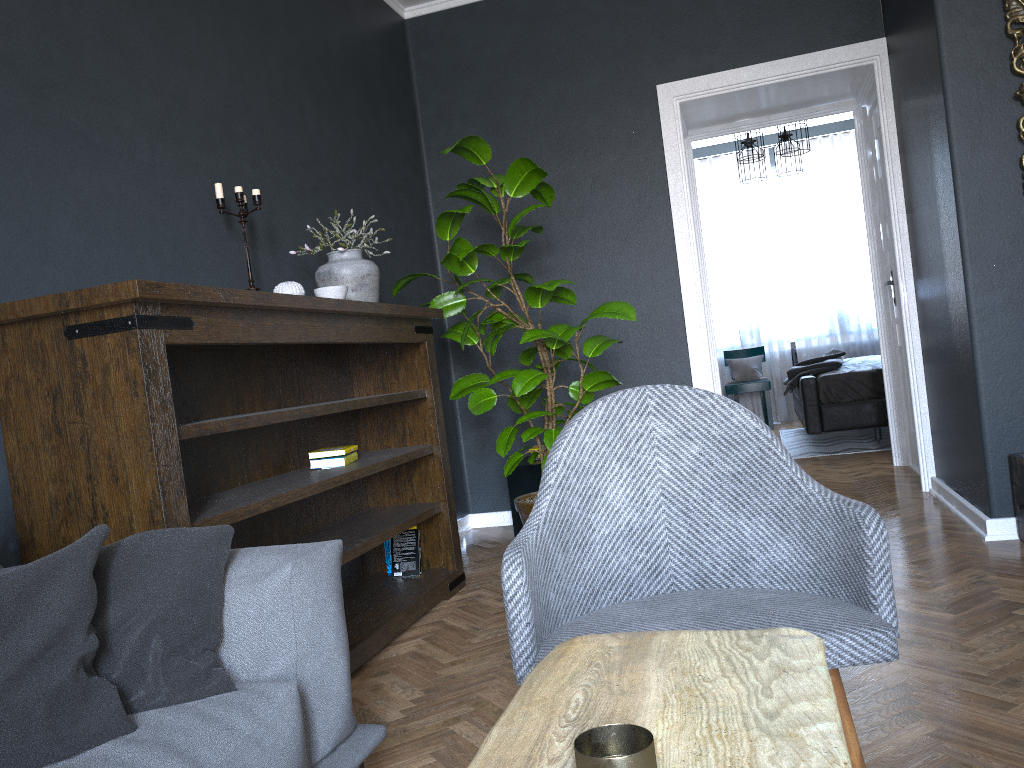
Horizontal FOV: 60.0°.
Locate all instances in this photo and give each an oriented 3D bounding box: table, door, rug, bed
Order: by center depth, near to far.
[{"bbox_3d":[0.132,0.581,0.685,0.339,0.550,0.787,-7,1,16],"label":"table"},{"bbox_3d":[2.185,-0.575,4.913,0.162,2.188,0.856,-7,2,16],"label":"door"},{"bbox_3d":[3.341,-0.236,6.972,2.376,1.162,2.263,-7,1,16],"label":"bed"},{"bbox_3d":[2.915,0.402,7.097,1.459,0.013,2.043,-7,1,16],"label":"rug"}]

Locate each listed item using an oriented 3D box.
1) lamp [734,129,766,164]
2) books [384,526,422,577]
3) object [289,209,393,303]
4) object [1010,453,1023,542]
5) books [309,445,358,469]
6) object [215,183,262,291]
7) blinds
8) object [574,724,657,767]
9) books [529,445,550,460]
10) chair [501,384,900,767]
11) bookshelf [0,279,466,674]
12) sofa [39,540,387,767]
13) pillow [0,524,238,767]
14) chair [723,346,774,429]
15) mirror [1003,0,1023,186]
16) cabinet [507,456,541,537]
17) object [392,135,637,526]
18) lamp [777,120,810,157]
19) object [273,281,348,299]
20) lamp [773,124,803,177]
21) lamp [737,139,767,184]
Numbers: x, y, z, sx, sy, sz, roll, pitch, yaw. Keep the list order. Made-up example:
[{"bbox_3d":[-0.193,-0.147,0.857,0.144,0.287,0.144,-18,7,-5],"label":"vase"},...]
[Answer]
[{"bbox_3d":[1.864,-2.134,7.057,0.210,0.714,0.210,-6,2,29],"label":"lamp"},{"bbox_3d":[-0.449,0.701,3.700,0.179,0.193,0.122,-7,2,19],"label":"books"},{"bbox_3d":[-0.639,-0.473,3.371,0.385,0.412,0.275,-7,1,-6],"label":"object"},{"bbox_3d":[1.998,0.415,3.019,0.383,0.326,0.552,-7,1,16],"label":"object"},{"bbox_3d":[-0.627,0.288,3.237,0.174,0.113,0.197,-7,1,5],"label":"books"},{"bbox_3d":[-0.894,-0.447,2.933,0.129,0.438,0.145,-9,2,-38],"label":"object"},{"bbox_3d":[2.853,-1.031,8.994,3.994,2.790,0.312,-7,2,16],"label":"blinds"},{"bbox_3d":[0.033,0.303,0.554,0.103,0.033,0.368,-7,1,26],"label":"object"},{"bbox_3d":[0.206,0.360,4.738,0.215,0.066,0.162,-7,1,11],"label":"books"},{"bbox_3d":[0.307,0.410,1.592,0.645,0.811,0.494,-7,2,-6],"label":"chair"},{"bbox_3d":[-0.685,0.339,2.886,0.451,1.172,1.917,-7,1,16],"label":"bookshelf"},{"bbox_3d":[-0.993,0.597,0.778,0.970,0.798,2.338,-7,1,15],"label":"sofa"},{"bbox_3d":[-0.799,0.383,1.357,0.442,0.362,0.796,-7,1,34],"label":"pillow"},{"bbox_3d":[2.339,0.046,8.780,0.436,0.799,0.592,-7,2,16],"label":"chair"},{"bbox_3d":[2.348,-1.123,3.120,1.057,0.784,0.067,-7,2,16],"label":"mirror"},{"bbox_3d":[0.362,0.570,4.675,0.650,0.390,0.456,-7,1,16],"label":"cabinet"},{"bbox_3d":[0.016,-0.129,3.975,1.118,1.900,0.763,-7,2,10],"label":"object"},{"bbox_3d":[2.094,-2.125,6.693,0.210,0.770,0.210,-6,2,29],"label":"lamp"},{"bbox_3d":[-0.690,-0.307,3.047,0.255,0.104,0.118,-8,1,-19],"label":"object"},{"bbox_3d":[2.351,-2.183,7.643,0.210,0.747,0.210,-6,2,29],"label":"lamp"},{"bbox_3d":[1.976,-2.103,7.432,0.210,0.805,0.210,-6,2,29],"label":"lamp"}]
